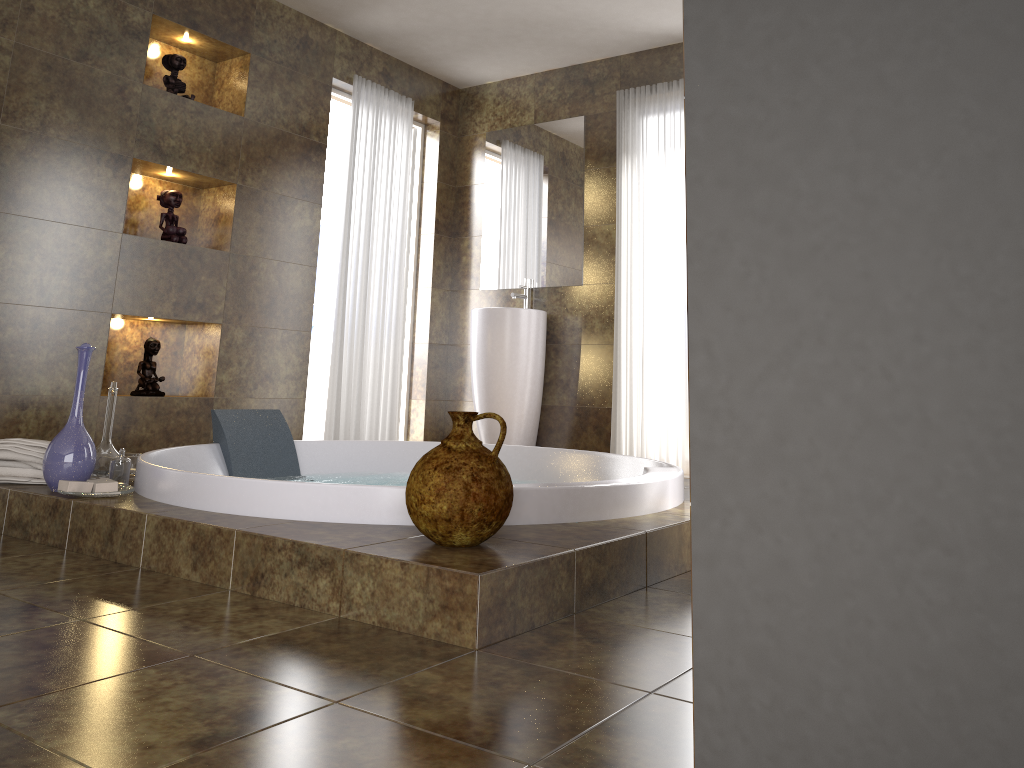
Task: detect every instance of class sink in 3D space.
[{"bbox_3d":[-0.035,-0.091,5.143,0.453,1.175,0.425,-7,-14,37],"label":"sink"}]

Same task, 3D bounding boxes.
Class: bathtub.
[{"bbox_3d":[-0.318,0.392,2.877,1.737,0.540,1.715,3,-2,-24],"label":"bathtub"}]

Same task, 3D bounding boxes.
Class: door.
[{"bbox_3d":[-1.133,-0.662,5.919,0.957,2.303,0.038,-3,-13,23],"label":"door"}]

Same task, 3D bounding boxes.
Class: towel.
[{"bbox_3d":[-1.518,0.241,2.688,0.320,0.155,0.330,2,-3,-11],"label":"towel"}]

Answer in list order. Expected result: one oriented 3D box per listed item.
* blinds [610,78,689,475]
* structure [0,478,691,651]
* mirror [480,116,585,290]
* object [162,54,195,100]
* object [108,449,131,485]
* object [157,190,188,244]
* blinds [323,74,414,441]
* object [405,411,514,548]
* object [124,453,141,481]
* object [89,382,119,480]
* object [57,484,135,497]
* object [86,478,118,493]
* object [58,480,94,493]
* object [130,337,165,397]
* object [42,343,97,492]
[{"bbox_3d":[0.802,-0.662,4.950,0.513,2.341,0.065,-6,-15,32],"label":"blinds"},{"bbox_3d":[-0.317,0.400,2.876,1.993,0.128,1.961,2,0,35],"label":"structure"},{"bbox_3d":[0.125,-1.155,5.561,0.761,1.128,0.008,-4,-14,33],"label":"mirror"},{"bbox_3d":[-1.675,-1.543,4.338,0.151,0.276,0.118,-5,-13,34],"label":"object"},{"bbox_3d":[-1.148,0.248,2.530,0.057,0.119,0.055,2,-10,-3],"label":"object"},{"bbox_3d":[-1.655,-0.818,4.227,0.173,0.294,0.108,-5,-13,34],"label":"object"},{"bbox_3d":[-0.819,-0.708,5.157,0.067,2.354,0.582,-7,-15,35],"label":"blinds"},{"bbox_3d":[-0.111,0.198,1.851,0.230,0.284,0.222,1,-8,7],"label":"object"},{"bbox_3d":[-1.273,0.265,2.764,0.169,0.078,0.165,1,-3,16],"label":"object"},{"bbox_3d":[-1.226,0.149,2.619,0.128,0.319,0.127,-8,-15,41],"label":"object"},{"bbox_3d":[-1.138,0.297,2.367,0.189,0.019,0.185,2,0,23],"label":"object"},{"bbox_3d":[-1.128,0.281,2.377,0.060,0.033,0.099,5,-3,-40],"label":"object"},{"bbox_3d":[-1.174,0.276,2.326,0.053,0.035,0.071,-1,-4,35],"label":"object"},{"bbox_3d":[-1.686,-0.082,4.038,0.151,0.283,0.147,-5,-12,34],"label":"object"},{"bbox_3d":[-1.256,0.091,2.491,0.134,0.434,0.132,-9,-15,41],"label":"object"}]
